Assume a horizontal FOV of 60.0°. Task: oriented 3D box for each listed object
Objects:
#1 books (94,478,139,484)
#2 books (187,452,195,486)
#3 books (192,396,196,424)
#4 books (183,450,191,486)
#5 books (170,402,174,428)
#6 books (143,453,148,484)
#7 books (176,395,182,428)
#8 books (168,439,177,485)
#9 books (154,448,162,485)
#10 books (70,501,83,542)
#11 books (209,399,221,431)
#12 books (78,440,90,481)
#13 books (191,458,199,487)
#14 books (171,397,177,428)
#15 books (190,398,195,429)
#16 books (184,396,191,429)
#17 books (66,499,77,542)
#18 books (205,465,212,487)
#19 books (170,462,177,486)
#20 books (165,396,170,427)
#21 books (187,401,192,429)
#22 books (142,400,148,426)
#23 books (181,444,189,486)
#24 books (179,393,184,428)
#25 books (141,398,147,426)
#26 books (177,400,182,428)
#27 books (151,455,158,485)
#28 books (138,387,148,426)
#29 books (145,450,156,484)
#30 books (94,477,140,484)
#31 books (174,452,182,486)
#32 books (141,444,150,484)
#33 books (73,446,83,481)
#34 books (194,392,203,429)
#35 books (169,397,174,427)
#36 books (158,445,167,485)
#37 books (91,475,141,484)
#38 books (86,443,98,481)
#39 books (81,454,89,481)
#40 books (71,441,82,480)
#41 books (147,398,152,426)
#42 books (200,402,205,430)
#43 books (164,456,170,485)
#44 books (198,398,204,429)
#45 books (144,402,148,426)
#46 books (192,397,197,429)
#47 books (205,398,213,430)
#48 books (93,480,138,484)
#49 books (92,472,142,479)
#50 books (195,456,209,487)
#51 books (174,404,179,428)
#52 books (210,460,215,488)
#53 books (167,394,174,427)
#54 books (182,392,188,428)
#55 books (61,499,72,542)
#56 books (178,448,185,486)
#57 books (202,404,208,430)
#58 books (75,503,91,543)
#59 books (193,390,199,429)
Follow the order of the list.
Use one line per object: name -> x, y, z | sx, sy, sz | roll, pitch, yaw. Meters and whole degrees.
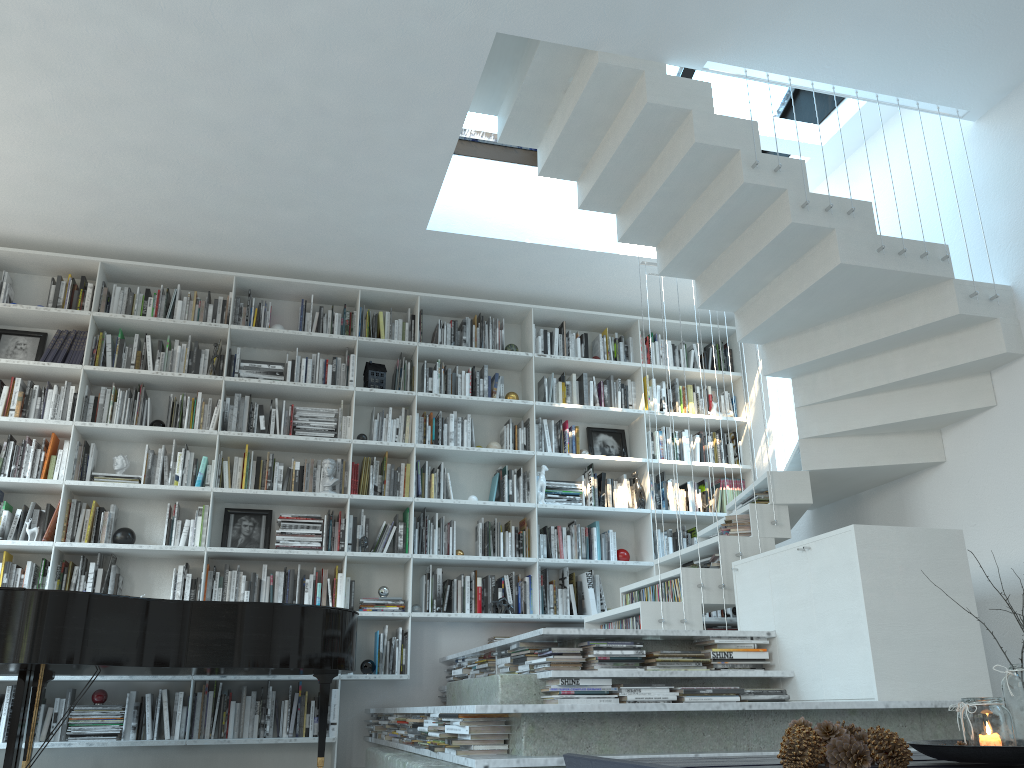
books -> -2.469, 0.623, 5.545 | 0.254, 0.012, 0.161 | 7, -21, -19
books -> -2.061, 0.584, 5.695 | 0.022, 0.255, 0.152 | 5, -20, -15
books -> -2.080, 0.227, 5.804 | 0.004, 0.264, 0.142 | 5, -20, -15
books -> -2.078, 0.573, 5.671 | 0.023, 0.259, 0.171 | 5, -20, -15
books -> -2.205, 0.241, 5.768 | 0.013, 0.215, 0.150 | 5, -20, -15
books -> -2.311, 0.571, 5.619 | 0.010, 0.231, 0.155 | 5, -20, -15
books -> -2.171, 0.222, 5.790 | 0.009, 0.265, 0.150 | 5, -20, -15
books -> -2.169, 0.534, 5.664 | 0.010, 0.328, 0.174 | 5, -20, -15
books -> -2.243, 0.559, 5.638 | 0.022, 0.266, 0.152 | 5, -20, -15
books -> -2.651, 0.866, 5.412 | 0.026, 0.274, 0.155 | 5, -20, -15
books -> -1.940, 0.243, 5.808 | 0.064, 0.236, 0.209 | 5, -21, -15
books -> -2.680, 0.514, 5.548 | 0.011, 0.296, 0.136 | 5, -20, -15
books -> -2.038, 0.603, 5.695 | 0.026, 0.218, 0.150 | 5, -20, -15
books -> -2.189, 0.224, 5.750 | 0.005, 0.235, 0.179 | 5, -20, -15
books -> -2.091, 0.232, 5.799 | 0.017, 0.252, 0.140 | 5, -20, -15
books -> -2.109, 0.226, 5.770 | 0.013, 0.243, 0.189 | 5, -20, -15
books -> -2.674, 0.858, 5.403 | 0.025, 0.283, 0.146 | 5, -20, -15
books -> -1.952, 0.626, 5.705 | 0.027, 0.180, 0.142 | 5, -20, -15
books -> -2.155, 0.607, 5.658 | 0.025, 0.188, 0.140 | 5, -20, -15
books -> -2.235, 0.222, 5.769 | 0.005, 0.253, 0.161 | 5, -20, -15
books -> -2.107, 0.243, 5.804 | 0.011, 0.235, 0.131 | 5, -20, -15
books -> -2.368, 0.230, 5.731 | 0.012, 0.217, 0.151 | 5, -20, -15
books -> -2.094, 0.552, 5.673 | 0.011, 0.299, 0.179 | 5, -20, -15
books -> -2.155, 0.216, 5.786 | 0.005, 0.274, 0.157 | 5, -20, -15
books -> -2.379, 0.222, 5.738 | 0.009, 0.236, 0.135 | 5, -20, -15
books -> -2.155, 0.236, 5.755 | 0.006, 0.215, 0.181 | 5, -21, -15
books -> -2.269, 0.581, 5.639 | 0.024, 0.226, 0.138 | 5, -20, -15
books -> -2.380, 0.187, 5.713 | 0.011, 0.286, 0.189 | 5, -20, -15
books -> -2.287, 0.560, 5.610 | 0.030, 0.246, 0.175 | 5, -20, -15
books -> -2.471, 0.613, 5.553 | 0.254, 0.012, 0.161 | 6, -21, -17
books -> -2.124, 0.575, 5.657 | 0.028, 0.246, 0.170 | 5, -20, -15
books -> -2.319, 0.541, 5.613 | 0.012, 0.284, 0.160 | 5, -20, -15
books -> -2.691, 0.526, 5.521 | 0.024, 0.256, 0.134 | 5, -20, -15
books -> -2.052, 0.219, 5.807 | 0.022, 0.283, 0.190 | 5, -20, -15
books -> -2.209, 0.223, 5.754 | 0.005, 0.239, 0.174 | 5, -20, -15
books -> -2.223, 0.547, 5.635 | 0.012, 0.285, 0.168 | 5, -20, -15
books -> -2.471, 0.603, 5.559 | 0.285, 0.012, 0.160 | 4, -21, -13
books -> -2.627, 0.522, 5.542 | 0.021, 0.276, 0.137 | 5, -20, -15
books -> -2.654, 0.554, 5.529 | 0.034, 0.209, 0.137 | 5, -20, -15
books -> -2.710, 0.514, 5.526 | 0.012, 0.284, 0.160 | 5, -20, -15
books -> -2.342, 0.222, 5.731 | 0.031, 0.231, 0.148 | 5, -20, -15
books -> -2.029, 0.250, 5.814 | 0.011, 0.228, 0.166 | 5, -20, -15
books -> -2.198, 0.584, 5.647 | 0.048, 0.224, 0.150 | 5, -20, -15
books -> -2.038, 0.235, 5.813 | 0.010, 0.256, 0.140 | 5, -20, -15
books -> -2.359, 0.234, 5.730 | 0.004, 0.208, 0.132 | 5, -20, -15
books -> -2.074, 0.231, 5.797 | 0.006, 0.252, 0.181 | 5, -20, -15
books -> -1.988, 0.237, 5.821 | 0.022, 0.256, 0.155 | 5, -20, -15
books -> -2.470, 0.636, 5.542 | 0.254, 0.012, 0.161 | 6, -21, -18
books -> -2.470, 0.590, 5.558 | 0.285, 0.012, 0.160 | 6, -21, -18
books -> -1.990, 0.595, 5.686 | 0.060, 0.226, 0.179 | 5, -21, -15
books -> -2.178, 0.250, 5.769 | 0.011, 0.199, 0.163 | 5, -21, -15
books -> -1.928, 0.612, 5.720 | 0.026, 0.216, 0.127 | 5, -20, -15
books -> -2.229, 0.215, 5.782 | 0.012, 0.274, 0.129 | 5, -20, -15
books -> -2.140, 0.215, 5.802 | 0.033, 0.286, 0.155 | 5, -20, -15
books -> -2.706, 0.858, 5.404 | 0.012, 0.284, 0.160 | 5, -20, -15
books -> -2.103, 0.565, 5.656 | 0.012, 0.264, 0.193 | 5, -20, -15
books -> -2.012, 0.258, 5.816 | 0.024, 0.215, 0.142 | 5, -20, -15
books -> -2.620, 0.872, 5.411 | 0.036, 0.262, 0.167 | 5, -20, -15
books -> -2.069, 0.208, 5.810 | 0.006, 0.302, 0.166 | 5, -20, -15
